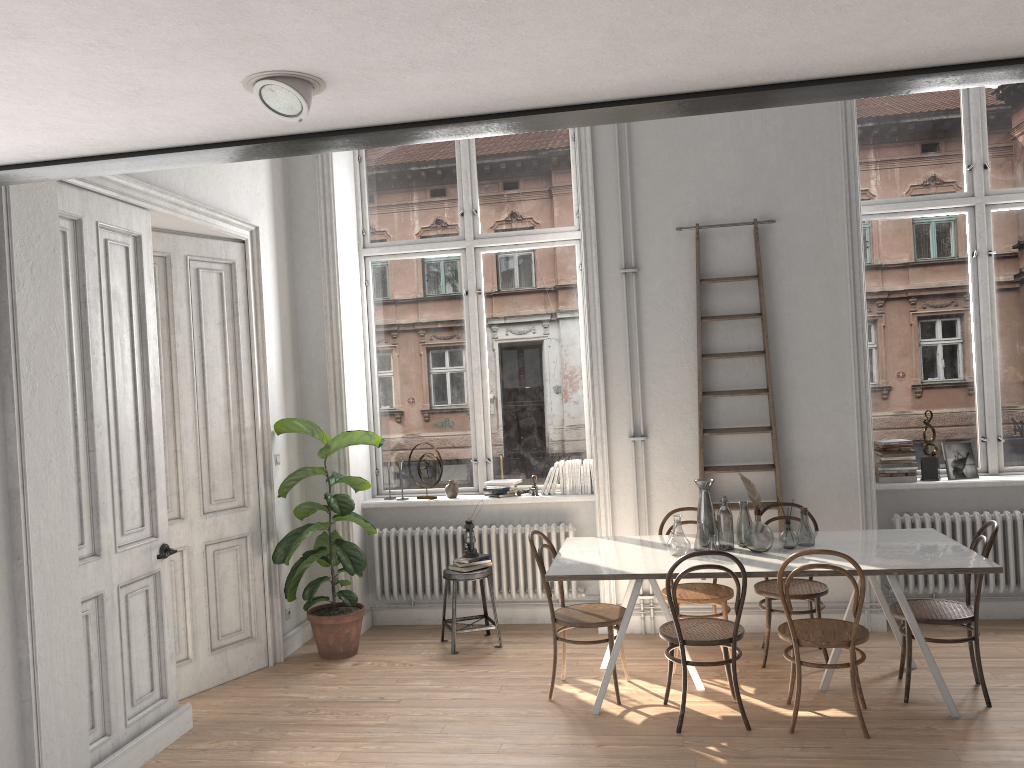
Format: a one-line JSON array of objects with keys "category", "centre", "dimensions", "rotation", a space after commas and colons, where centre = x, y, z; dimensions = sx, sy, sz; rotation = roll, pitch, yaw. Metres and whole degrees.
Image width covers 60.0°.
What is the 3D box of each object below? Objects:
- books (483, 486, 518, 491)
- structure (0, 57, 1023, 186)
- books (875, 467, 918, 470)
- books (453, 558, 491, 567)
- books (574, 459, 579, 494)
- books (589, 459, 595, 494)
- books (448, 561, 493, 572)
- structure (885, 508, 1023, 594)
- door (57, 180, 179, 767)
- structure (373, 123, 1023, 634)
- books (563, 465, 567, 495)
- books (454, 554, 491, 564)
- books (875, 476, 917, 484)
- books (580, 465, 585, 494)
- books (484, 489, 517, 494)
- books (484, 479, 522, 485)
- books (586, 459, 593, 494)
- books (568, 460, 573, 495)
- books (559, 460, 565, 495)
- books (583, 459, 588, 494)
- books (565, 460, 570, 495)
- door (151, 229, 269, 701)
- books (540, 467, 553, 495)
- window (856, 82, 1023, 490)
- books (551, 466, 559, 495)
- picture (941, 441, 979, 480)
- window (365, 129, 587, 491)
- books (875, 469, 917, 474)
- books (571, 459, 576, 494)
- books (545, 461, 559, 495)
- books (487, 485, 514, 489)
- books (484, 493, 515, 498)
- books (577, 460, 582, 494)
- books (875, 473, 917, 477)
[{"category": "books", "centre": [-0.085, 0.785, 6.663], "dimensions": [0.221, 0.023, 0.147], "rotation": [-3, 0, 25]}, {"category": "structure", "centre": [0.307, -1.299, 0.223], "dimensions": [5.927, 1.213, 4.157], "rotation": [-3, 0, 9]}, {"category": "books", "centre": [2.681, 0.584, 6.207], "dimensions": [0.255, 0.014, 0.192], "rotation": [-3, 0, 13]}, {"category": "books", "centre": [-0.276, 1.232, 6.148], "dimensions": [0.232, 0.029, 0.163], "rotation": [-3, 0, -20]}, {"category": "books", "centre": [0.487, 0.688, 6.604], "dimensions": [0.024, 0.243, 0.175], "rotation": [-3, 0, 9]}, {"category": "books", "centre": [0.605, 0.681, 6.562], "dimensions": [0.040, 0.244, 0.174], "rotation": [-3, 0, 9]}, {"category": "books", "centre": [-0.287, 1.258, 6.147], "dimensions": [0.246, 0.034, 0.194], "rotation": [-3, 0, -40]}, {"category": "structure", "centre": [3.335, 1.117, 5.946], "dimensions": [1.577, 0.552, 0.194], "rotation": [-3, 0, 9]}, {"category": "door", "centre": [-1.994, 0.476, 4.262], "dimensions": [0.216, 2.814, 1.097], "rotation": [-3, 0, 11]}, {"category": "structure", "centre": [1.411, -0.535, 6.162], "dimensions": [5.182, 4.474, 0.340], "rotation": [-3, 0, 10]}, {"category": "books", "centre": [0.401, 0.711, 6.597], "dimensions": [0.020, 0.205, 0.155], "rotation": [-3, 0, 9]}, {"category": "books", "centre": [-0.276, 1.209, 6.148], "dimensions": [0.147, 0.027, 0.221], "rotation": [-3, 0, 42]}, {"category": "books", "centre": [2.671, 0.659, 6.196], "dimensions": [0.248, 0.043, 0.192], "rotation": [-3, 0, 9]}, {"category": "books", "centre": [0.528, 0.704, 6.576], "dimensions": [0.020, 0.205, 0.155], "rotation": [-3, 0, 9]}, {"category": "books", "centre": [-0.086, 0.807, 6.665], "dimensions": [0.205, 0.022, 0.155], "rotation": [-3, 0, 29]}, {"category": "books", "centre": [-0.065, 0.738, 6.667], "dimensions": [0.244, 0.019, 0.174], "rotation": [-3, 0, 19]}, {"category": "books", "centre": [0.574, 0.683, 6.569], "dimensions": [0.024, 0.243, 0.175], "rotation": [-3, 0, 9]}, {"category": "books", "centre": [0.443, 0.690, 6.589], "dimensions": [0.019, 0.244, 0.174], "rotation": [-3, 0, 9]}, {"category": "books", "centre": [0.377, 0.694, 6.622], "dimensions": [0.024, 0.243, 0.175], "rotation": [-3, 0, 9]}, {"category": "books", "centre": [0.553, 0.684, 6.593], "dimensions": [0.024, 0.243, 0.175], "rotation": [-3, 0, 9]}, {"category": "books", "centre": [0.420, 0.692, 6.583], "dimensions": [0.024, 0.243, 0.175], "rotation": [-3, 0, 9]}, {"category": "door", "centre": [-1.969, 0.476, 5.436], "dimensions": [0.216, 2.814, 1.096], "rotation": [-3, 0, 34]}, {"category": "books", "centre": [0.266, 0.723, 6.623], "dimensions": [0.105, 0.194, 0.155], "rotation": [-3, 0, 8]}, {"category": "window", "centre": [9.763, -5.519, 8.142], "dimensions": [14.386, 15.936, 26.395], "rotation": [-3, 0, 9]}, {"category": "books", "centre": [0.328, 0.716, 6.610], "dimensions": [0.072, 0.203, 0.155], "rotation": [-3, 0, 9]}, {"category": "picture", "centre": [3.101, 0.532, 6.181], "dimensions": [0.221, 0.264, 0.149], "rotation": [-3, 0, -7]}, {"category": "window", "centre": [-0.292, -0.618, 6.856], "dimensions": [1.622, 2.843, 0.013], "rotation": [-3, 0, 9]}, {"category": "books", "centre": [2.670, 0.603, 6.194], "dimensions": [0.249, 0.023, 0.175], "rotation": [-3, 0, 10]}, {"category": "books", "centre": [0.465, 0.689, 6.602], "dimensions": [0.019, 0.244, 0.174], "rotation": [-3, 0, 9]}, {"category": "books", "centre": [0.302, 0.701, 6.612], "dimensions": [0.100, 0.235, 0.174], "rotation": [-3, 0, 9]}, {"category": "books", "centre": [-0.086, 0.764, 6.651], "dimensions": [0.205, 0.020, 0.155], "rotation": [-3, 0, -1]}, {"category": "books", "centre": [-0.090, 0.830, 6.669], "dimensions": [0.147, 0.023, 0.221], "rotation": [-3, 0, -32]}, {"category": "books", "centre": [0.505, 0.687, 6.578], "dimensions": [0.019, 0.244, 0.174], "rotation": [-3, 0, 9]}, {"category": "books", "centre": [2.671, 0.626, 6.194], "dimensions": [0.249, 0.023, 0.175], "rotation": [-3, 0, 5]}]
